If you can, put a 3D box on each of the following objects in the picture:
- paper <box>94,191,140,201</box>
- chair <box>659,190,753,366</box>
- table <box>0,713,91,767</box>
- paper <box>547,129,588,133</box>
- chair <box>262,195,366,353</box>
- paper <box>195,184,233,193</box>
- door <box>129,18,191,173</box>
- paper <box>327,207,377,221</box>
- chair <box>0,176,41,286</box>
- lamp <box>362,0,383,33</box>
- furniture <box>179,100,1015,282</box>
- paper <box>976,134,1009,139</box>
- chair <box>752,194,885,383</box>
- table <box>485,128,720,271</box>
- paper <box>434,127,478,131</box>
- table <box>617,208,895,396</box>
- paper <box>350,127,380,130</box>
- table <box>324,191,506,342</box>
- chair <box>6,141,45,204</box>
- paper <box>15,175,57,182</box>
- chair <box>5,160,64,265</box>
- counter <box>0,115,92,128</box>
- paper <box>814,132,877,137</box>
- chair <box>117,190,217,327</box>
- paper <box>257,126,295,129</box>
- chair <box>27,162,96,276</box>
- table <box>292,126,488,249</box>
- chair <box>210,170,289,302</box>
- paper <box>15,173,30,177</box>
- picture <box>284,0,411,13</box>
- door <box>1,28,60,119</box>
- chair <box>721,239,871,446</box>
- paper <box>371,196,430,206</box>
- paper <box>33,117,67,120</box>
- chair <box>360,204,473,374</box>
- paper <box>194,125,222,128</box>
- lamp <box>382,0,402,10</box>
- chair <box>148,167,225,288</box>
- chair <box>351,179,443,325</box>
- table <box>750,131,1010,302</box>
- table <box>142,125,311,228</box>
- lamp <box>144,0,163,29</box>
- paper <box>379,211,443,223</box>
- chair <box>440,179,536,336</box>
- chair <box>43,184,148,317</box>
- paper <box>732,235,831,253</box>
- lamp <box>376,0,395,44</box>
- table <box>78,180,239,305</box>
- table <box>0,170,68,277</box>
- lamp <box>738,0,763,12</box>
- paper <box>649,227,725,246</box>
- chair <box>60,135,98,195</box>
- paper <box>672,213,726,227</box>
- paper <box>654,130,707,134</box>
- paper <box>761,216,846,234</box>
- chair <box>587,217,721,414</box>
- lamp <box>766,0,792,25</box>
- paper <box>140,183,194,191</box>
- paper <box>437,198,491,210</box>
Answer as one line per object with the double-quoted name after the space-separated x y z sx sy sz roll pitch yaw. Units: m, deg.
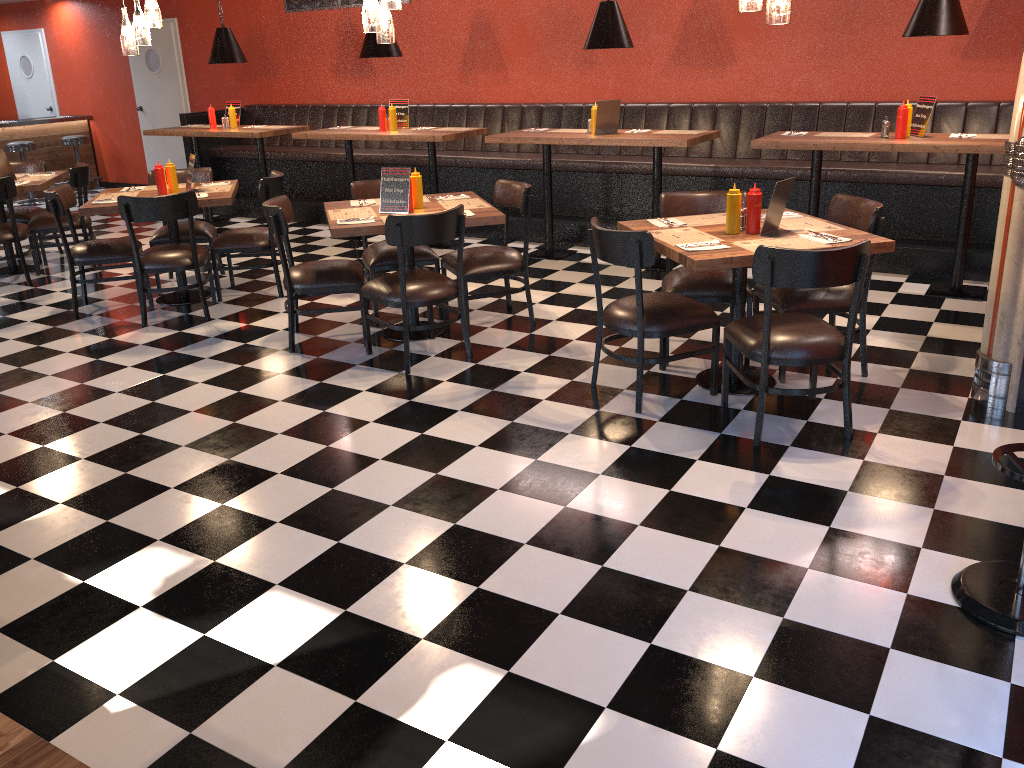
-2.784 -1.326 6.252 0.261 0.001 0.370 -8 21 -14 "paper"
1.051 -0.593 4.848 0.486 0.856 0.552 0 19 7 "chair"
-0.904 1.154 0.563 0.959 0.763 1.710 10 23 30 "table"
0.496 -2.066 7.226 0.367 0.001 0.264 11 25 32 "paper"
-1.166 -0.681 5.320 0.545 0.856 0.493 -5 19 -8 "chair"
-2.166 -1.410 6.407 0.261 0.001 0.370 -7 21 -11 "paper"
-4.562 -3.583 11.540 1.030 2.150 0.163 9 22 30 "door"
-0.938 -0.998 5.185 0.261 0.001 0.370 -7 21 -13 "paper"
-4.137 -1.226 7.085 0.487 0.856 0.551 -9 20 -17 "chair"
-0.807 -2.867 4.605 0.108 1.939 0.110 2 19 13 "lamp"
0.339 -1.997 8.247 8.784 1.134 1.116 10 23 30 "furniture"
3.141 -1.572 5.631 0.367 0.001 0.264 11 25 32 "paper"
1.575 -0.504 4.554 0.544 0.856 0.493 -4 19 -3 "chair"
0.704 -1.484 7.060 1.697 0.986 0.703 10 23 30 "table"
-0.502 -2.252 7.826 0.367 0.001 0.264 11 25 32 "paper"
1.143 -0.381 4.406 0.961 0.763 0.969 -7 20 -12 "table"
-1.340 -2.395 8.294 0.367 0.001 0.264 11 25 32 "paper"
-0.601 -0.687 5.406 0.961 0.763 0.969 -7 20 -12 "table"
-6.277 -2.738 11.449 0.350 0.764 0.352 11 23 35 "chair"
-3.999 -1.729 7.451 0.261 0.001 0.370 -7 21 -12 "paper"
-4.420 -1.544 7.958 0.486 0.856 0.552 -3 19 -1 "chair"
-7.985 -2.634 9.720 0.677 0.049 7.117 10 24 30 "counter"
2.303 -1.724 6.125 0.367 0.001 0.264 11 25 32 "paper"
-2.298 -0.873 5.951 0.487 0.856 0.551 -7 20 -12 "chair"
-2.380 -2.578 8.891 0.367 0.001 0.264 11 25 32 "paper"
-3.834 -1.425 7.579 0.545 0.856 0.492 -8 20 -17 "chair"
-1.097 -1.812 8.123 1.697 0.986 0.703 10 23 30 "table"
-1.899 -1.094 6.494 0.544 0.856 0.493 -4 19 -4 "chair"
-4.413 -1.799 7.681 0.365 0.001 0.264 -6 21 -10 "paper"
-1.822 -4.503 9.435 1.775 0.927 0.023 10 22 30 "picture"
-6.960 -4.020 12.955 1.030 2.150 0.163 9 22 30 "door"
1.222 -0.224 3.852 0.486 0.856 0.552 -3 19 -3 "chair"
-0.711 -1.152 5.566 0.365 0.001 0.264 -6 21 -11 "paper"
-6.305 -3.618 12.069 0.262 0.001 0.368 16 27 39 "paper"
-0.529 -0.563 4.938 0.489 0.856 0.549 -15 23 -33 "chair"
-3.196 -2.729 9.381 0.367 0.001 0.264 11 25 32 "paper"
-0.691 -2.958 4.522 0.108 1.939 0.110 -6 19 -11 "lamp"
-2.536 -1.213 6.876 0.487 0.856 0.552 -6 20 -9 "chair"
-0.766 -0.902 5.862 0.487 0.856 0.551 -8 20 -17 "chair"
2.531 -1.152 5.982 1.697 0.986 0.703 10 23 30 "table"
-2.907 -2.142 9.191 1.697 0.986 0.703 10 23 30 "table"
-2.457 -3.329 5.695 0.108 1.939 0.110 -1 19 4 "lamp"
-0.546 -0.935 4.976 0.366 0.001 0.264 -8 21 -14 "paper"
-0.134 -0.806 5.539 0.546 0.856 0.492 -9 20 -19 "chair"
-2.931 -0.969 6.274 0.545 0.856 0.492 -8 20 -15 "chair"
1.198 -0.626 3.969 0.366 0.001 0.264 -7 21 -13 "paper"
-0.753 -2.853 4.730 0.109 1.939 0.109 15 25 41 "lamp"
-2.459 -1.001 6.437 0.961 0.763 0.969 -7 20 -12 "table"
-4.313 -1.332 7.514 0.957 0.763 0.972 -7 20 -12 "table"
1.020 -2.572 3.628 0.108 1.939 0.110 -8 19 -15 "lamp"
0.811 -0.705 4.218 0.261 0.001 0.370 -7 21 -13 "paper"
-5.886 -2.982 12.054 0.349 0.764 0.353 -7 19 -12 "chair"
1.030 -0.853 4.586 0.366 0.001 0.264 -7 21 -12 "paper"
1.283 -1.924 6.764 0.367 0.001 0.264 11 25 32 "paper"
1.431 -0.784 4.362 0.261 0.001 0.370 -6 21 -10 "paper"
0.659 -0.369 4.297 0.546 0.856 0.491 -12 21 -24 "chair"
1.134 -2.502 3.596 0.108 1.939 0.110 2 19 13 "lamp"
-2.572 -1.475 6.624 0.366 0.001 0.264 -8 21 -13 "paper"
-0.292 -1.085 5.343 0.261 0.001 0.370 -7 21 -13 "paper"
